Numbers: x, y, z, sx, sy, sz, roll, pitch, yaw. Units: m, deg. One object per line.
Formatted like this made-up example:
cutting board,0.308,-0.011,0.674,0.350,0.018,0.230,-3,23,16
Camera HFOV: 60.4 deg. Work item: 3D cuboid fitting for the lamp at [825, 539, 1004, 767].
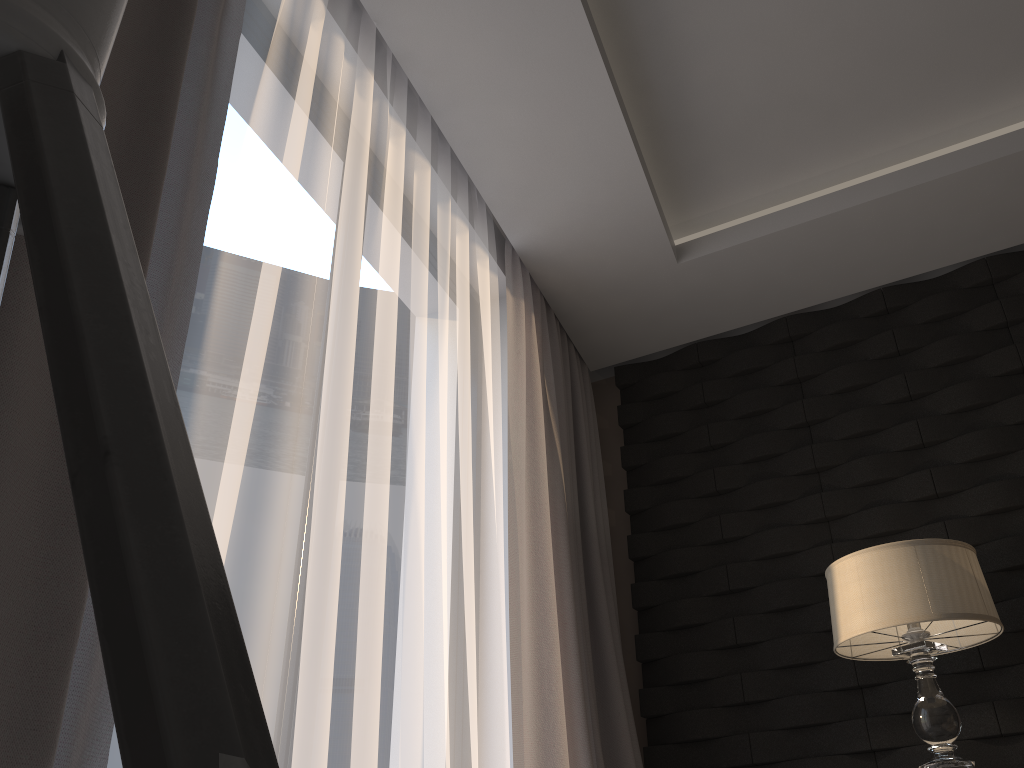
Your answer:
lamp,1.146,0.805,2.441,0.485,0.632,0.445,15,-34,-26

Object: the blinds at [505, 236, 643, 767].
blinds,0.286,0.727,2.997,0.331,2.647,1.026,-11,-32,18

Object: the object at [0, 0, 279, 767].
object,-0.179,-0.107,0.284,0.579,1.409,0.633,-11,-32,17

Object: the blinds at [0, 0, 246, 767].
blinds,-0.599,-0.411,0.929,0.347,2.648,1.078,-12,-32,18
